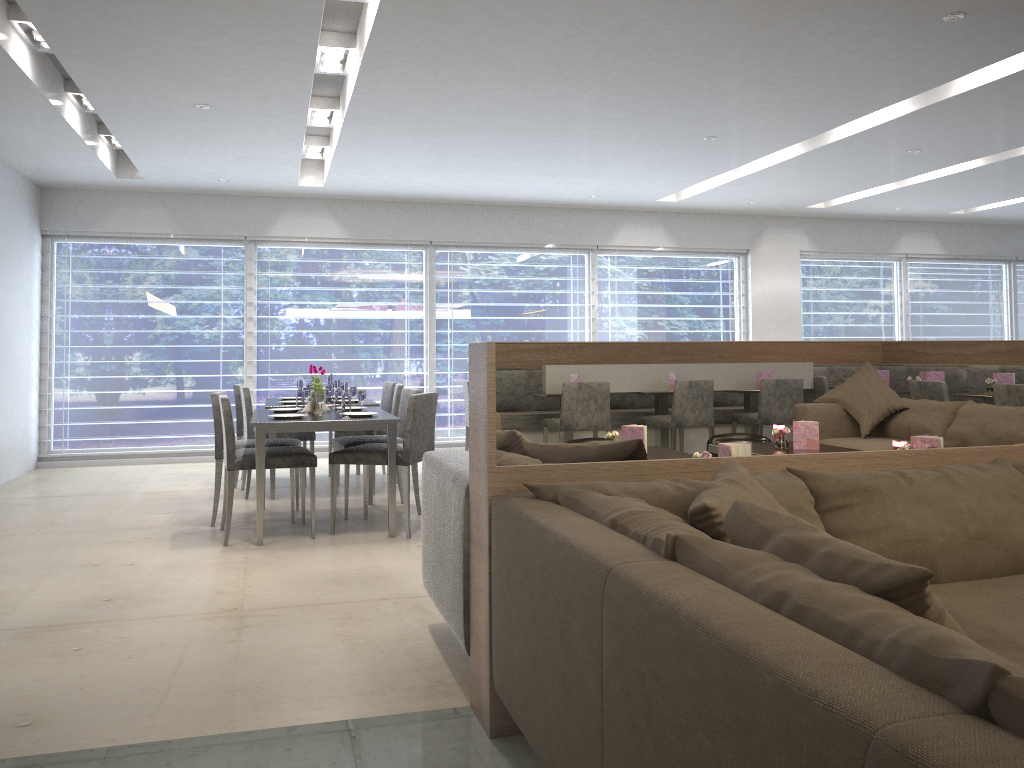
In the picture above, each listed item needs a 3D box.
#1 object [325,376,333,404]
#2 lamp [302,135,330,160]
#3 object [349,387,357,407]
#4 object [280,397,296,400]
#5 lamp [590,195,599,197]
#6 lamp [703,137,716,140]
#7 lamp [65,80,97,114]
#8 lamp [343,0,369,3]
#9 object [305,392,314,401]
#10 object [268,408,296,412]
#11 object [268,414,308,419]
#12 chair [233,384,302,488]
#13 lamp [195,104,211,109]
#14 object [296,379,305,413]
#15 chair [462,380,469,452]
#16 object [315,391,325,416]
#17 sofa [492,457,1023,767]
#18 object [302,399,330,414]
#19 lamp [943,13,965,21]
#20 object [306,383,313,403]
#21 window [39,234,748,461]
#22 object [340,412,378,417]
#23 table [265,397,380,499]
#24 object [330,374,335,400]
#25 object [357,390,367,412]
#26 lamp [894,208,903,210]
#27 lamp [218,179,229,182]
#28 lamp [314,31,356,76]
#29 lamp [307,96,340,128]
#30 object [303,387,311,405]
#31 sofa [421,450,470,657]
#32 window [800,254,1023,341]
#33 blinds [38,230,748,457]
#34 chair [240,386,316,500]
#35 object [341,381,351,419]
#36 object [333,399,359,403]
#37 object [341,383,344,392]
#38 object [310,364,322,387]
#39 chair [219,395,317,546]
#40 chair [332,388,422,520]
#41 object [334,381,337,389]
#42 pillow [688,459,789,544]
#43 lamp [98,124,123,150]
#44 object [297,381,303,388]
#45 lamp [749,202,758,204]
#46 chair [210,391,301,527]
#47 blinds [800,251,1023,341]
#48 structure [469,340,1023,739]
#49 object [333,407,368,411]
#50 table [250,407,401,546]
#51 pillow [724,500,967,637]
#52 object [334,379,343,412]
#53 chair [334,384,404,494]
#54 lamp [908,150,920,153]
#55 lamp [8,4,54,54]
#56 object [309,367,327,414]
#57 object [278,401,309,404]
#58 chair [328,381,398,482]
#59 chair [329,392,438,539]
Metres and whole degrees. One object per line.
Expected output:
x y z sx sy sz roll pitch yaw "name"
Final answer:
-1.298 0.041 6.271 0.052 0.202 0.052 -2 -3 39 "object"
-1.652 -1.963 7.376 0.226 0.101 0.487 -1 2 -15 "lamp"
-1.022 0.088 5.693 0.053 0.139 0.053 -2 -2 33 "object"
-1.722 0.114 6.911 0.217 0.015 0.217 -2 2 -37 "object"
0.793 -1.815 8.539 0.089 0.007 0.089 1 2 30 "lamp"
1.404 -1.744 6.286 0.089 0.007 0.089 1 2 30 "lamp"
-2.814 -1.906 5.910 0.226 0.101 0.487 -1 2 -15 "lamp"
-0.734 -1.857 3.986 0.226 0.101 0.487 -1 2 -15 "lamp"
-1.502 0.076 6.748 0.070 0.100 0.203 -2 0 45 "object"
-1.385 0.161 5.431 0.217 0.015 0.216 -2 2 -35 "object"
-1.232 0.179 4.866 0.217 0.015 0.216 -2 2 -35 "object"
-1.882 0.380 6.834 0.492 0.764 0.476 0 -1 -10 "chair"
-1.886 -1.692 5.395 0.089 0.007 0.089 1 2 30 "lamp"
-1.273 0.073 5.320 0.052 0.202 0.052 -2 -3 27 "object"
-0.149 0.353 7.303 0.492 0.764 0.476 0 -1 -10 "chair"
-1.091 0.111 5.027 0.053 0.139 0.053 -2 -2 33 "object"
2.169 0.584 1.203 3.765 0.677 3.177 -1 2 -15 "sofa"
-1.166 0.123 5.267 0.070 0.100 0.203 -2 0 45 "object"
2.014 -1.673 4.032 0.089 0.007 0.089 1 2 30 "lamp"
-1.484 0.065 6.487 0.053 0.139 0.053 -2 -2 33 "object"
-0.831 -0.404 8.952 7.101 2.080 0.158 -1 -2 -15 "window"
-0.860 0.173 4.967 0.217 0.015 0.216 -2 2 -35 "object"
-1.458 0.446 6.671 0.777 0.636 1.188 0 1 -15 "table"
-1.399 0.023 6.844 0.052 0.202 0.052 -2 -3 39 "object"
-0.871 0.106 5.136 0.053 0.139 0.053 -2 -2 33 "object"
4.122 -1.869 9.441 0.089 0.007 0.089 1 2 30 "lamp"
-2.496 -1.763 7.649 0.089 0.007 0.089 1 2 30 "lamp"
-1.032 -1.891 5.086 0.226 0.101 0.487 -1 2 -15 "lamp"
-1.361 -1.930 6.303 0.226 0.101 0.487 -1 2 -15 "lamp"
-1.304 0.093 5.617 0.053 0.139 0.053 -2 -2 33 "object"
1.589 0.540 3.362 3.797 0.630 0.834 -1 0 -15 "sofa"
4.960 -0.497 10.520 3.658 2.080 0.158 -1 -2 -15 "window"
-0.814 -0.427 8.849 7.096 2.050 0.045 -1 -2 -15 "blinds"
-1.689 0.396 6.341 0.492 0.764 0.476 0 -1 -20 "chair"
-0.901 0.087 4.809 0.052 0.202 0.052 -2 -3 27 "object"
-1.196 0.126 6.447 0.217 0.015 0.217 -2 2 -37 "object"
-1.265 0.060 6.596 0.053 0.139 0.053 -2 -2 33 "object"
-1.482 -0.011 6.691 0.104 0.277 0.154 0 -2 -18 "object"
-1.352 0.443 4.861 0.492 0.764 0.476 0 -1 -20 "chair"
-0.850 0.416 5.562 0.492 0.764 0.476 0 -1 -20 "chair"
-1.416 0.042 7.153 0.053 0.139 0.053 -2 -2 33 "object"
0.544 0.370 1.921 0.297 0.357 0.502 -1 0 17 "pillow"
-3.105 -1.940 6.983 0.226 0.101 0.487 -1 2 -15 "lamp"
-1.697 0.047 7.076 0.053 0.139 0.053 -2 -2 33 "object"
2.452 -1.842 8.989 0.089 0.007 0.089 1 2 30 "lamp"
-1.546 0.427 5.354 0.492 0.764 0.476 0 -1 -10 "chair"
4.996 -0.521 10.423 3.650 2.050 0.045 -1 -2 -15 "blinds"
1.730 0.363 2.869 3.773 1.011 0.223 -1 -2 -15 "structure"
-1.013 0.155 5.531 0.217 0.015 0.216 -2 2 -35 "object"
-1.121 0.493 5.191 0.777 0.636 1.188 0 1 -15 "table"
0.566 0.384 1.424 0.312 0.340 0.494 0 0 -21 "pillow"
-1.047 0.070 5.346 0.052 0.202 0.052 -2 -3 27 "object"
-1.051 0.386 6.504 0.492 0.764 0.476 0 -1 -10 "chair"
3.063 -1.771 6.735 0.089 0.007 0.089 1 2 30 "lamp"
-2.484 -1.868 4.693 0.226 0.101 0.487 -1 2 -15 "lamp"
-1.145 0.036 5.210 0.104 0.277 0.154 0 -2 -18 "object"
-1.569 0.132 6.346 0.217 0.015 0.217 -2 2 -37 "object"
-1.186 0.369 7.031 0.492 0.764 0.476 0 -1 -20 "chair"
-0.708 0.433 5.007 0.492 0.764 0.476 -1 -1 15 "chair"
